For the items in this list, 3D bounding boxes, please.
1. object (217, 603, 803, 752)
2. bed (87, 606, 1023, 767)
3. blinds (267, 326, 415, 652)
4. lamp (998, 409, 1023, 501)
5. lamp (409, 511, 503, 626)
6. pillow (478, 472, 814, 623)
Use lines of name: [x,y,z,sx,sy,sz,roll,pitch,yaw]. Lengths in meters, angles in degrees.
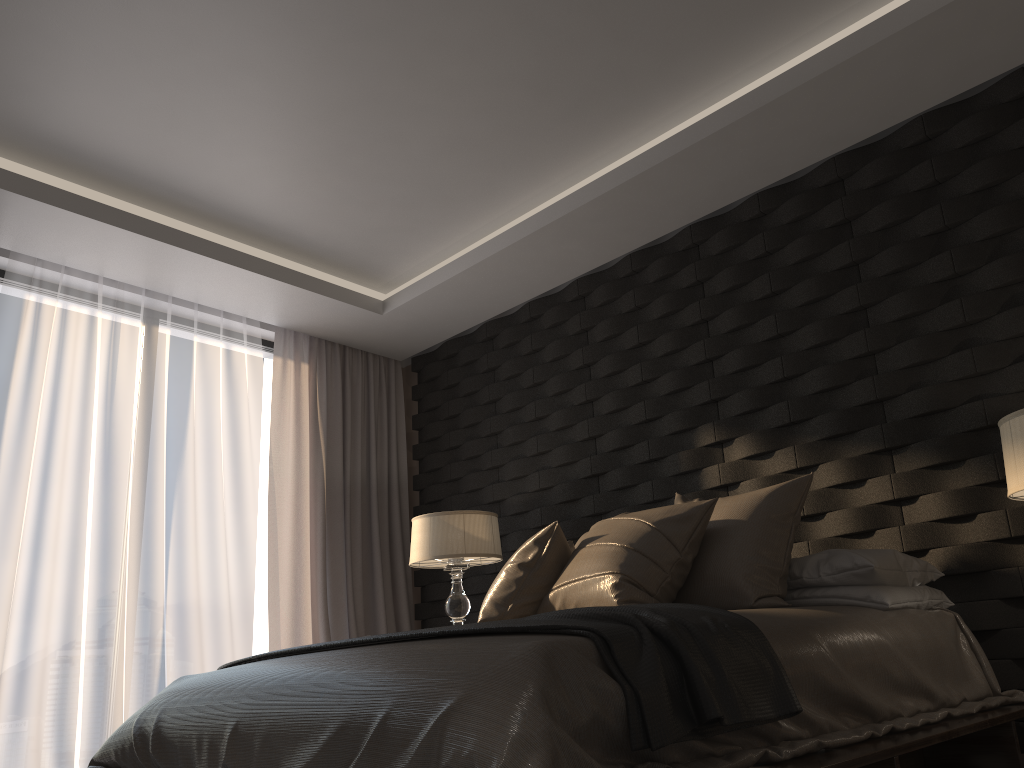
object: [-0.207,0.850,2.529,0.652,0.322,1.943,12,-24,-42]
bed: [0.152,1.090,2.795,2.416,0.624,2.169,11,-23,-42]
blinds: [-0.929,0.857,5.163,0.323,2.642,1.051,-16,-21,36]
lamp: [1.693,0.382,2.526,0.460,0.631,0.471,-6,-17,8]
lamp: [-0.275,0.982,4.387,0.477,0.631,0.455,0,-18,-11]
pillow: [0.402,0.630,3.261,0.948,0.519,1.191,11,-23,-40]
